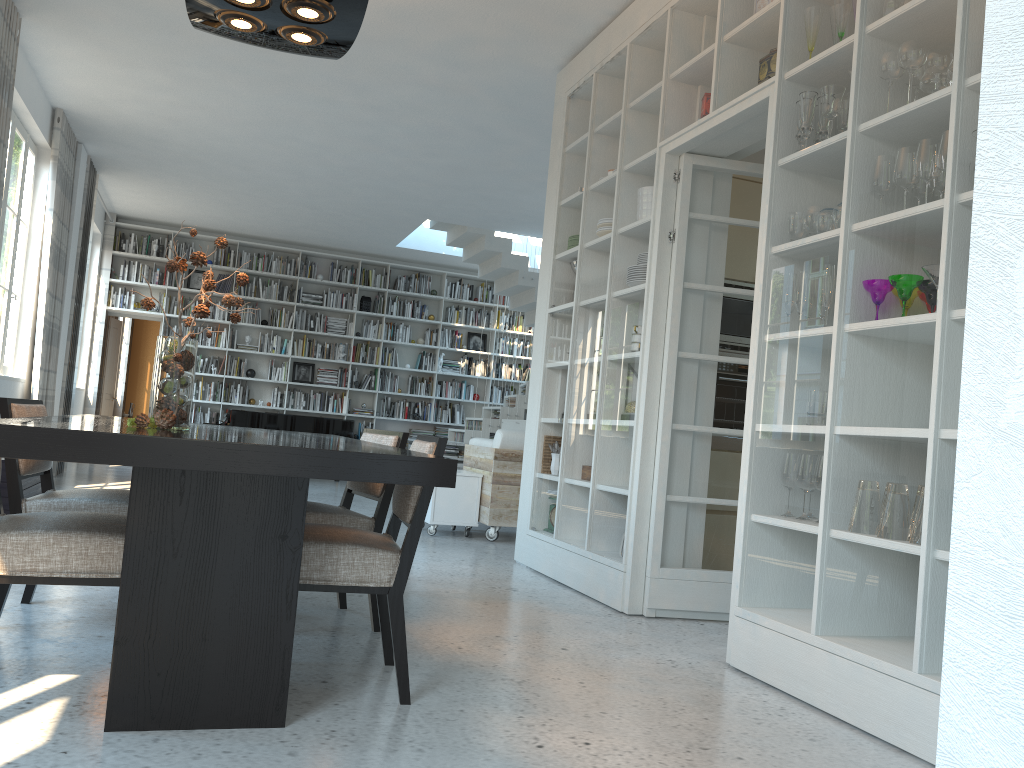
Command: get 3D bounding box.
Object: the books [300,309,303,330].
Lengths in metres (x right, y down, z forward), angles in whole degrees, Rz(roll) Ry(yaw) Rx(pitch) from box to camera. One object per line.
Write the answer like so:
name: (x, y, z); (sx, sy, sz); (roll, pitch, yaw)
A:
books: (-2.993, -0.902, 12.549); (0.014, 0.313, 0.133); (6, -3, -19)

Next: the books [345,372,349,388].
books: (-2.379, -0.056, 12.716); (0.034, 0.229, 0.199); (6, -3, -19)

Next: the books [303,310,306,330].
books: (-2.947, -0.889, 12.555); (0.029, 0.295, 0.151); (6, -3, -19)

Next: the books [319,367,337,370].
books: (-2.626, -0.215, 12.650); (0.254, 0.012, 0.161); (6, -3, -15)

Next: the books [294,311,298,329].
books: (-3.058, -0.887, 12.508); (0.026, 0.267, 0.170); (6, -3, -19)

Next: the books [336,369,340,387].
books: (-2.490, -0.079, 12.694); (0.012, 0.254, 0.161); (6, -3, -19)

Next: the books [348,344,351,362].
books: (-2.350, -0.438, 12.766); (0.023, 0.264, 0.107); (6, -3, -19)

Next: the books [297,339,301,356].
books: (-3.014, -0.502, 12.533); (0.026, 0.248, 0.139); (6, -3, -19)

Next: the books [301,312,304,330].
books: (-2.968, -0.877, 12.529); (0.025, 0.266, 0.185); (6, -3, -19)

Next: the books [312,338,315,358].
books: (-2.822, -0.500, 12.584); (0.013, 0.283, 0.177); (6, -3, -19)

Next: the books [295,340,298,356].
books: (-3.043, -0.503, 12.513); (0.042, 0.242, 0.162); (6, -3, -19)

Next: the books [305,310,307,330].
books: (-2.926, -0.889, 12.554); (0.011, 0.300, 0.179); (6, -3, -19)

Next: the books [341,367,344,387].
books: (-2.447, -0.091, 12.717); (0.011, 0.288, 0.152); (6, -3, -19)

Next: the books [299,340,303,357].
books: (-2.986, -0.495, 12.536); (0.029, 0.240, 0.155); (6, -3, -19)

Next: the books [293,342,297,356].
books: (-3.058, -0.488, 12.495); (0.053, 0.208, 0.156); (6, -3, -19)

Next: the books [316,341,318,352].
books: (-2.790, -0.479, 12.609); (0.011, 0.251, 0.130); (6, -3, -19)

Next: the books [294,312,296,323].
books: (-3.080, -0.882, 12.511); (0.012, 0.254, 0.161); (6, -3, -19)

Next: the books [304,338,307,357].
books: (-2.931, -0.505, 12.521); (0.015, 0.266, 0.189); (6, -3, -19)

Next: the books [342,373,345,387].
books: (-2.425, -0.053, 12.729); (0.021, 0.217, 0.132); (6, -3, -19)

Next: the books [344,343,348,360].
books: (-2.397, -0.450, 12.747); (0.025, 0.279, 0.108); (6, -3, -19)

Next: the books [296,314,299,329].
books: (-3.040, -0.865, 12.530); (0.027, 0.228, 0.147); (6, -3, -19)

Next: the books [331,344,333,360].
books: (-2.589, -0.446, 12.682); (0.025, 0.230, 0.143); (6, -3, -19)

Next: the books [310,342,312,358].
books: (-2.860, -0.476, 12.571); (0.012, 0.227, 0.169); (6, -3, -19)

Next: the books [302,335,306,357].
books: (-2.942, -0.531, 12.519); (0.014, 0.317, 0.188); (6, -3, -19)

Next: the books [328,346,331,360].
books: (-2.619, -0.436, 12.644); (0.029, 0.200, 0.178); (6, -3, -19)

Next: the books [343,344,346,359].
books: (-2.418, -0.443, 12.728); (0.025, 0.259, 0.130); (6, -3, -19)

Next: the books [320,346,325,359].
books: (-2.713, -0.444, 12.635); (0.050, 0.199, 0.145); (6, -3, -19)

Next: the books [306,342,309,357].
books: (-2.908, -0.481, 12.569); (0.024, 0.228, 0.147); (6, -3, -19)

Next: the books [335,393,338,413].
books: (-2.525, 0.270, 12.696); (0.010, 0.284, 0.132); (6, -3, -19)

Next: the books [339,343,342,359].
books: (-2.470, -0.450, 12.720); (0.014, 0.263, 0.135); (6, -3, -19)

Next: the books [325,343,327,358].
books: (-2.666, -0.458, 12.637); (0.010, 0.234, 0.175); (6, -3, -19)

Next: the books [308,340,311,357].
books: (-2.884, -0.493, 12.584); (0.028, 0.259, 0.134); (6, -3, -19)

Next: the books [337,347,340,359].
books: (-2.493, -0.422, 12.703); (0.035, 0.201, 0.149); (6, -3, -19)

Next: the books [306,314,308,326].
books: (-2.919, -0.864, 12.559); (0.011, 0.251, 0.153); (6, -3, -19)

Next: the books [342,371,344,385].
books: (-2.441, -0.062, 12.726); (0.013, 0.232, 0.134); (6, -3, -19)

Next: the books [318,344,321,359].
books: (-2.746, -0.457, 12.611); (0.030, 0.214, 0.168); (6, -3, -19)

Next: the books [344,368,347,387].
books: (-2.402, -0.083, 12.720); (0.011, 0.279, 0.186); (6, -3, -19)

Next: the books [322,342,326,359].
books: (-2.677, -0.471, 12.638); (0.014, 0.258, 0.161); (6, -3, -19)

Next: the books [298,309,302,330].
books: (-3.006, -0.897, 12.524); (0.026, 0.297, 0.179); (6, -3, -19)

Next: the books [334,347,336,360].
books: (-2.544, -0.430, 12.694); (0.022, 0.206, 0.114); (6, -3, -19)

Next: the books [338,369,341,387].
books: (-2.477, -0.082, 12.695); (0.011, 0.260, 0.184); (6, -3, -19)

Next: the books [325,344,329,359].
books: (-2.644, -0.451, 12.633); (0.029, 0.224, 0.185); (6, -3, -19)

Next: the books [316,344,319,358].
books: (-2.771, -0.460, 12.601); (0.024, 0.216, 0.175); (6, -3, -19)

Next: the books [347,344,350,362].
books: (-2.365, -0.438, 12.753); (0.014, 0.260, 0.137); (6, -3, -19)

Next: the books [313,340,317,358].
books: (-2.799, -0.490, 12.577); (0.028, 0.267, 0.190); (6, -3, -19)

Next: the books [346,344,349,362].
books: (-2.374, -0.442, 12.737); (0.014, 0.266, 0.154); (6, -3, -19)

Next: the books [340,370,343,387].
books: (-2.460, -0.077, 12.713); (0.013, 0.256, 0.163); (6, -3, -19)

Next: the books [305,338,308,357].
books: (-2.914, -0.509, 12.543); (0.010, 0.280, 0.170); (6, -3, -19)

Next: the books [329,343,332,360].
books: (-2.594, -0.457, 12.642); (0.012, 0.245, 0.186); (6, -3, -19)

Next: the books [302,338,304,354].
books: (-2.970, -0.515, 12.555); (0.010, 0.284, 0.136); (6, -3, -19)

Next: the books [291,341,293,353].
books: (-3.113, -0.516, 12.495); (0.012, 0.254, 0.161); (6, -3, -19)

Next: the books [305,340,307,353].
books: (-2.931, -0.492, 12.556); (0.010, 0.244, 0.149); (6, -3, -19)

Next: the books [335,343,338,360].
books: (-2.519, -0.454, 12.697); (0.024, 0.259, 0.126); (6, -3, -19)

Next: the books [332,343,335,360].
books: (-2.558, -0.459, 12.672); (0.025, 0.258, 0.150); (6, -3, -19)

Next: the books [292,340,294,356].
books: (-3.096, -0.504, 12.509); (0.011, 0.235, 0.142); (6, -3, -19)

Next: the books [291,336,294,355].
books: (-3.104, -0.528, 12.508); (0.010, 0.282, 0.140); (6, -3, -19)

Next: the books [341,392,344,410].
books: (-2.437, 0.271, 12.717); (0.011, 0.300, 0.149); (6, -3, -19)

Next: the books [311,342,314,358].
books: (-2.844, -0.478, 12.584); (0.025, 0.236, 0.137); (6, -3, -19)
